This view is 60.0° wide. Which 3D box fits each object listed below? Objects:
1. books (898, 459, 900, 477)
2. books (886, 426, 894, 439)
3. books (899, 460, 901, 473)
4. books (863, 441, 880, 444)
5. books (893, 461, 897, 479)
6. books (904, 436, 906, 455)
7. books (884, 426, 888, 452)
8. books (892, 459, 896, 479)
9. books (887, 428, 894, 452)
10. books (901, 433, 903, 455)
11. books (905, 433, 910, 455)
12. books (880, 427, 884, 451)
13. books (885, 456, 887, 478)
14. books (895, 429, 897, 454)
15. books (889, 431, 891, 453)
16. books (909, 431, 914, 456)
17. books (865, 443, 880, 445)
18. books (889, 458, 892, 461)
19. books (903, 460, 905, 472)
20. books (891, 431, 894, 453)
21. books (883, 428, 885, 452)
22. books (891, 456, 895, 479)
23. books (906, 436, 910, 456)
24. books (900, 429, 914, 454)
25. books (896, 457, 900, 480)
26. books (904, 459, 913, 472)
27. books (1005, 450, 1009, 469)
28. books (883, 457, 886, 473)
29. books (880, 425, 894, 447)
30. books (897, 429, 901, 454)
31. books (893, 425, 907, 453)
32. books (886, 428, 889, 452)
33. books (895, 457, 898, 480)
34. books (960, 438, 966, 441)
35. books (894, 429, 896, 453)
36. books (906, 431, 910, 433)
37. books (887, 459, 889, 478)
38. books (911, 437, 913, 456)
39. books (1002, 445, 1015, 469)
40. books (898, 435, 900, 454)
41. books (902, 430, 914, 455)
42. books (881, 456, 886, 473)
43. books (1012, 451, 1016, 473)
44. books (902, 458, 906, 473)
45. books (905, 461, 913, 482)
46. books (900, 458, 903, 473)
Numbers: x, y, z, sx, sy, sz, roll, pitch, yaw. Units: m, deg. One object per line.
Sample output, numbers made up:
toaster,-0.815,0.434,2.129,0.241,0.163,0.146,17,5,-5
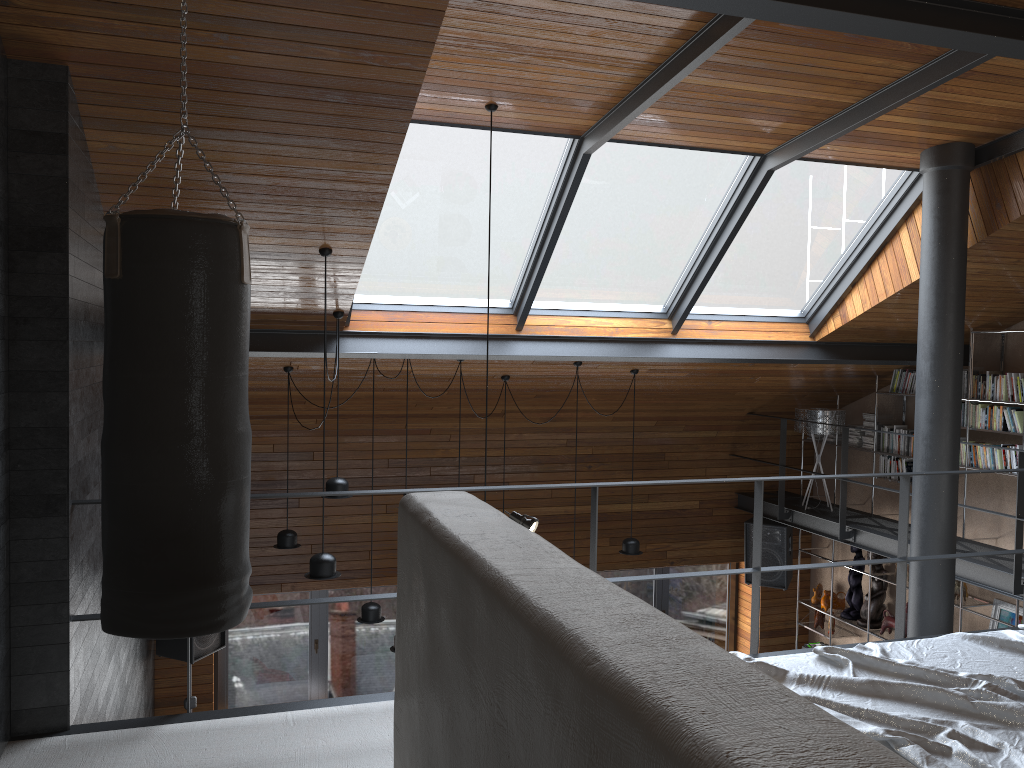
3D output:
books,3.737,0.815,8.442,0.123,0.203,0.054,0,2,-18
books,3.721,0.535,8.635,0.192,0.251,0.012,0,2,-18
books,3.744,0.821,8.426,0.126,0.197,0.047,0,2,-18
books,3.647,0.578,8.809,0.252,0.016,0.182,0,2,-14
books,3.702,0.825,8.496,0.112,0.177,0.009,0,2,-18
books,3.767,0.583,8.383,0.128,0.176,0.009,0,2,-18
books,3.713,0.532,8.645,0.191,0.255,0.012,0,2,-18
books,3.697,0.814,8.503,0.111,0.198,0.008,0,2,-18
books,3.711,0.546,8.589,0.160,0.231,0.021,0,2,-18
books,3.766,0.567,8.422,0.148,0.206,0.014,0,2,-18
books,3.763,0.570,8.359,0.130,0.208,0.010,0,2,-18
books,3.671,0.540,8.675,0.148,0.234,0.013,0,2,-18
books,3.681,0.805,8.610,0.125,0.206,0.019,0,2,-18
books,3.731,0.550,8.479,0.148,0.234,0.013,0,2,-18
books,3.701,0.560,8.561,0.130,0.208,0.010,0,2,-18
books,3.779,0.559,8.303,0.129,0.231,0.010,0,2,-18
books,3.653,0.592,8.811,0.217,0.013,0.161,0,2,-18
books,3.686,0.811,8.557,0.111,0.198,0.008,0,2,-18
books,3.758,0.817,8.373,0.131,0.205,0.051,0,2,-18
books,3.717,0.558,8.551,0.146,0.210,0.018,0,2,-18
books,3.696,0.542,8.654,0.169,0.232,0.018,0,2,-18
books,3.700,0.797,8.518,0.122,0.230,0.017,0,2,-18
books,3.774,0.570,8.349,0.148,0.206,0.018,0,2,-18
books,3.759,0.549,8.438,0.146,0.240,0.023,0,2,-18
books,3.739,0.807,8.462,0.155,0.215,0.055,0,2,-18
books,3.762,0.813,8.360,0.137,0.216,0.049,0,2,-18
books,4.114,0.619,7.288,0.123,0.203,0.054,0,2,-18
books,3.667,0.807,8.636,0.127,0.201,0.011,0,2,-18
books,3.704,0.529,8.697,0.207,0.255,0.010,0,2,-18
books,3.739,0.550,8.469,0.148,0.234,0.013,0,2,-18
books,3.731,0.530,8.524,0.143,0.268,0.020,0,2,-18
books,3.702,0.543,8.617,0.148,0.234,0.013,0,2,-18
books,3.725,0.803,8.478,0.117,0.220,0.054,0,2,-18
books,3.943,0.585,7.773,0.122,0.230,0.057,0,2,-18
books,3.728,0.550,8.508,0.129,0.231,0.010,0,2,-18
books,3.775,0.556,8.373,0.129,0.231,0.010,0,2,-18
books,3.682,0.818,8.576,0.117,0.183,0.012,0,2,-18
books,3.790,0.585,8.295,0.131,0.181,0.014,0,2,-18
books,4.115,0.611,7.309,0.155,0.215,0.055,0,2,-18
books,3.742,0.568,8.454,0.143,0.199,0.019,0,2,-18
books,3.765,0.553,8.407,0.148,0.234,0.013,0,2,-18
books,3.657,0.806,8.645,0.127,0.201,0.011,0,2,-18
books,4.135,0.621,7.219,0.131,0.205,0.051,0,2,-18
books,3.761,0.812,8.404,0.137,0.216,0.049,0,2,-18
books,3.765,0.825,8.344,0.138,0.191,0.049,0,2,-18
books,3.745,0.812,8.413,0.133,0.218,0.051,0,2,-18
